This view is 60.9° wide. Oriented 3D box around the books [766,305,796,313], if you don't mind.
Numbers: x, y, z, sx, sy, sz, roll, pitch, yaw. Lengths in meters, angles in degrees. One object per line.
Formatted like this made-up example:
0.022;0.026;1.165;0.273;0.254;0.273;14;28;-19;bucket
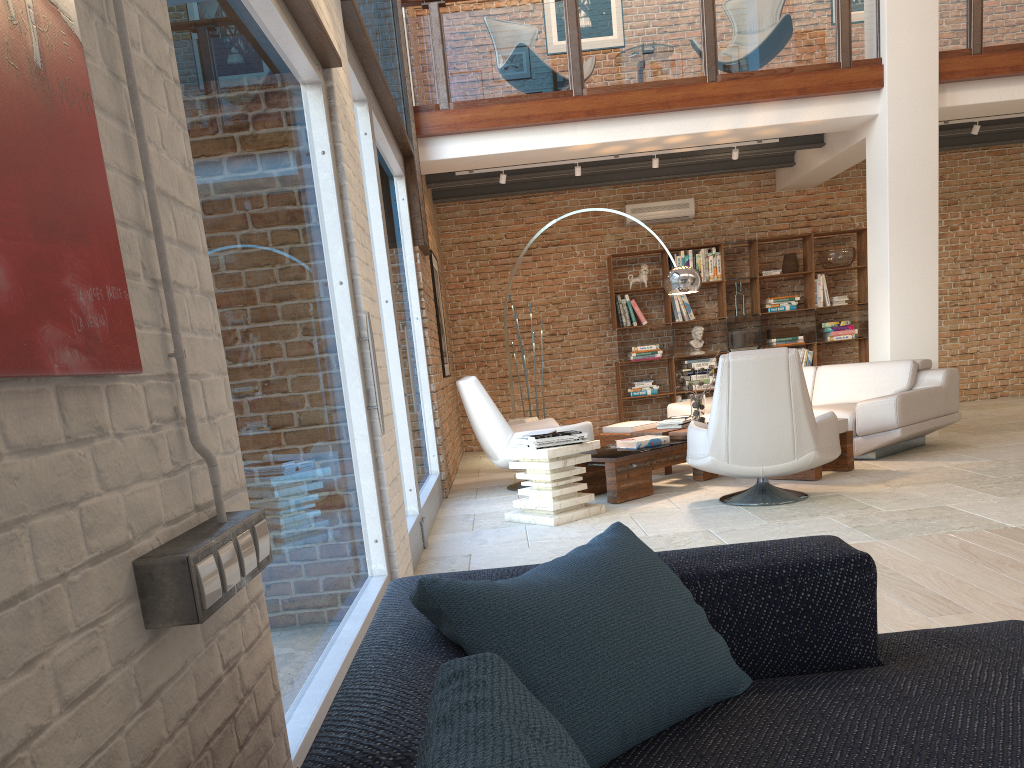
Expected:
3.251;-0.903;10.546;0.327;0.057;0.249;-6;2;10;books

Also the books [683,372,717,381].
2.306;-0.089;10.688;0.378;0.066;0.240;-6;2;-13;books

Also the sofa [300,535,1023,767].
0.781;0.683;0.127;2.079;0.676;3.866;-6;2;-1;sofa

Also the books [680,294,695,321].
2.097;-0.925;10.525;0.158;0.337;0.248;-6;8;-1;books

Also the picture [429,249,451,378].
-0.717;-0.669;8.717;0.027;1.226;0.888;-6;8;-1;picture

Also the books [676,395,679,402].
2.027;0.334;10.775;0.036;0.393;0.237;-6;9;-1;books

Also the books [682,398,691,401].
2.169;0.345;10.781;0.055;0.338;0.248;-6;8;-1;books

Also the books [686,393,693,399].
2.228;0.311;10.797;0.079;0.395;0.237;-6;9;-1;books

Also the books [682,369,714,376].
2.273;-0.147;10.665;0.326;0.057;0.250;-6;2;-5;books

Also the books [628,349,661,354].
1.608;-0.397;10.631;0.355;0.021;0.266;-6;2;-2;books

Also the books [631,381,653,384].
1.600;-0.020;10.725;0.236;0.019;0.167;-6;2;-7;books

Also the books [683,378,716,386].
2.300;-0.028;10.717;0.362;0.057;0.276;-6;2;2;books

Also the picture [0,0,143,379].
-0.568;-0.486;0.764;0.019;0.984;0.724;-6;8;-1;picture

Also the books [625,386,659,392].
1.599;0.061;10.722;0.380;0.037;0.239;-6;2;0;books

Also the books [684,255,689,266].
2.076;-1.358;10.452;0.055;0.338;0.248;-6;8;-1;books

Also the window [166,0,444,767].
-1.091;-2.115;3.134;0.648;6.545;12.065;-6;4;-1;window

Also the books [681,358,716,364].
2.279;-0.283;10.663;0.380;0.037;0.239;-6;2;0;books

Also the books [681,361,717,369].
2.289;-0.232;10.678;0.379;0.066;0.239;-6;2;-6;books

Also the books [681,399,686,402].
2.113;0.352;10.787;0.057;0.338;0.248;-6;8;-1;books

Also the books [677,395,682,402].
2.063;0.330;10.790;0.036;0.393;0.237;-6;9;-1;books

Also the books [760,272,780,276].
3.078;-1.309;10.410;0.206;0.034;0.129;-6;2;0;books

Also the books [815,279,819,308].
3.622;-1.081;10.516;0.055;0.338;0.248;-6;8;-1;books

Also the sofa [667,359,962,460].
2.667;0.236;7.957;1.122;0.774;2.322;-10;5;-40;sofa

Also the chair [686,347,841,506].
1.626;0.280;5.703;1.030;1.042;0.944;-4;7;16;chair

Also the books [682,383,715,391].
2.308;0.032;10.710;0.379;0.066;0.239;-6;2;-6;books

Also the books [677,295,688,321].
2.026;-0.927;10.528;0.125;0.357;0.264;-6;8;-1;books

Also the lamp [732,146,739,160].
2.136;-2.208;8.339;0.061;0.118;0.092;-5;8;6;lamp

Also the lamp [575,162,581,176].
0.630;-2.050;8.336;0.061;0.124;0.083;-5;8;2;lamp

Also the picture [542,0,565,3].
0.800;-4.455;9.992;0.914;1.229;0.026;-6;12;0;picture

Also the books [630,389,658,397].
1.625;0.106;10.723;0.327;0.057;0.249;-6;2;10;books

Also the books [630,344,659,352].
1.613;-0.436;10.620;0.327;0.057;0.249;-6;2;2;books

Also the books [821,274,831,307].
3.750;-1.123;10.532;0.101;0.394;0.237;-6;9;-1;books

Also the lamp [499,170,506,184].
-0.088;-1.972;8.337;0.058;0.132;0.085;-12;10;-30;lamp

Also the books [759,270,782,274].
3.070;-1.335;10.412;0.236;0.019;0.167;-6;2;-7;books

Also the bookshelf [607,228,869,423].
2.772;-0.577;10.593;3.034;2.261;0.353;-6;11;0;bookshelf

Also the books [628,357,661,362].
1.618;-0.302;10.643;0.356;0.021;0.266;-6;2;0;books

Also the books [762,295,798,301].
3.232;-1.033;10.529;0.355;0.021;0.266;-6;2;-2;books

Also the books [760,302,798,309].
3.226;-0.948;10.545;0.380;0.037;0.239;-6;2;0;books

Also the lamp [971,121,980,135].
4.425;-2.436;8.320;0.058;0.132;0.085;-12;10;-30;lamp

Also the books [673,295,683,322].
1.972;-0.938;10.516;0.103;0.393;0.237;-6;9;-1;books

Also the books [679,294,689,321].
2.048;-0.929;10.537;0.125;0.357;0.264;-6;8;-1;books

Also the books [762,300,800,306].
3.239;-0.977;10.529;0.378;0.019;0.240;-6;2;-7;books

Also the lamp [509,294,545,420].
0.202;-0.102;10.004;0.411;1.868;0.196;-12;13;-29;lamp

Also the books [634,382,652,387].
1.608;0.006;10.724;0.206;0.034;0.129;-6;2;0;books

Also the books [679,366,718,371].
2.285;-0.188;10.669;0.444;0.021;0.266;-6;2;0;books

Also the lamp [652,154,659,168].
1.371;-2.122;8.334;0.061;0.132;0.083;-5;9;2;lamp

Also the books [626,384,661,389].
1.613;0.032;10.706;0.378;0.019;0.240;-6;2;-7;books

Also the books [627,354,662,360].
1.606;-0.330;10.631;0.379;0.037;0.239;-6;2;-5;books

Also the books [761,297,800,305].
3.238;-1.004;10.516;0.379;0.037;0.239;-6;2;-6;books

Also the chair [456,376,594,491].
0.077;0.394;7.441;0.977;1.024;1.008;-8;7;-16;chair

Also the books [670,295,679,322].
1.934;-0.935;10.539;0.101;0.394;0.237;-6;9;-1;books

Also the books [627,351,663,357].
1.614;-0.368;10.617;0.379;0.037;0.239;-6;2;-6;books

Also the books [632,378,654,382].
1.606;-0.047;10.700;0.252;0.017;0.159;-6;2;0;books

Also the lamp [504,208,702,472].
0.797;-0.381;7.984;2.031;2.412;0.310;-1;12;35;lamp
